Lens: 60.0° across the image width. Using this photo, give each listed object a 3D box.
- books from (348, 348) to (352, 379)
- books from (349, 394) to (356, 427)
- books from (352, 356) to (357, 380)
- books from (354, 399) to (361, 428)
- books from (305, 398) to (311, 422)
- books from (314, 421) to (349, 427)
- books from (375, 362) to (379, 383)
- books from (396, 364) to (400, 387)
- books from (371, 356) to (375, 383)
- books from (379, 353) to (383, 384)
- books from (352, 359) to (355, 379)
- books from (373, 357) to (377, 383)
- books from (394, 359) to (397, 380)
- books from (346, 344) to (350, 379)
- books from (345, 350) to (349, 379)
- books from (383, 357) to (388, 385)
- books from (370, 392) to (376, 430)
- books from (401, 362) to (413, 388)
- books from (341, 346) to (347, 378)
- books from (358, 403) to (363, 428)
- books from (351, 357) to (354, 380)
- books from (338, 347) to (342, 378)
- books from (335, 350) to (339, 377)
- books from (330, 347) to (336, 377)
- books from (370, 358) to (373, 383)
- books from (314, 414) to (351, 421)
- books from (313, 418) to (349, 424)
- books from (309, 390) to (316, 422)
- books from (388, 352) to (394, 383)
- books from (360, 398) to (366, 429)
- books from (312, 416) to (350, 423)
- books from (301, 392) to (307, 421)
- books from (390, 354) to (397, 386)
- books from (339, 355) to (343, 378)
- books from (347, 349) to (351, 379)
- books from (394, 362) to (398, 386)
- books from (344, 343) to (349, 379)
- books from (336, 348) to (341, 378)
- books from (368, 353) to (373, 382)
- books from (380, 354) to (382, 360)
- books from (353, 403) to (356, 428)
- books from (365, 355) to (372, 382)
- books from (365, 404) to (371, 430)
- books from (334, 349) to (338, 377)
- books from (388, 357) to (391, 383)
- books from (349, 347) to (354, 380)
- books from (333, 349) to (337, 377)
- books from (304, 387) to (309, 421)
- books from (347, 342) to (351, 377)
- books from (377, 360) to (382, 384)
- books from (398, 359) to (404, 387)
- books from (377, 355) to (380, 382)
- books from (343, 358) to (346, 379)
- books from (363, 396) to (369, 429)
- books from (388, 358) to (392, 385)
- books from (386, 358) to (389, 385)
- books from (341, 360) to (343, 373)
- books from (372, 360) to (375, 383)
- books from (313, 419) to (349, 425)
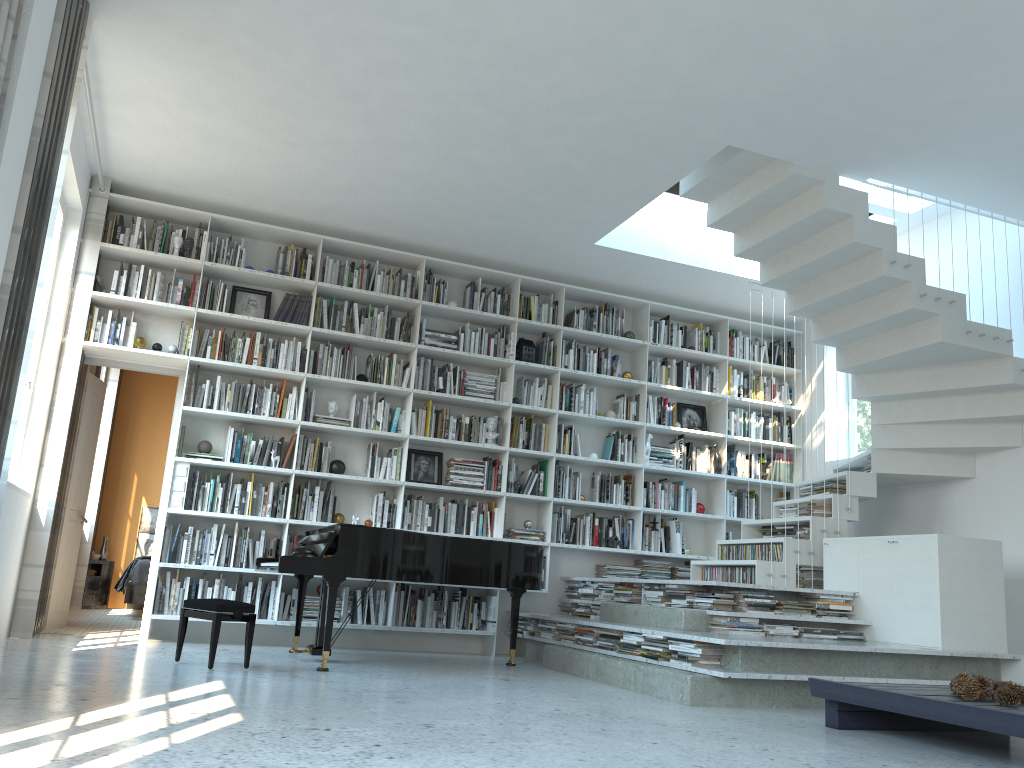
[{"bbox_3d":[-1.309,-0.131,7.064,0.004,0.283,0.167,8,-13,-20],"label":"books"},{"bbox_3d":[-1.265,0.235,7.001,0.012,0.284,0.160,9,-13,-20],"label":"books"},{"bbox_3d":[-1.262,-0.098,7.076,0.031,0.231,0.148,9,-13,-20],"label":"books"},{"bbox_3d":[-1.236,0.257,7.003,0.030,0.246,0.174,9,-13,-20],"label":"books"},{"bbox_3d":[-1.593,0.226,6.890,0.034,0.209,0.136,9,-13,-20],"label":"books"},{"bbox_3d":[-1.420,0.323,6.930,0.254,0.012,0.161,10,-14,-24],"label":"books"},{"bbox_3d":[-1.106,-0.059,7.132,0.011,0.199,0.163,9,-13,-20],"label":"books"},{"bbox_3d":[-0.946,-0.041,7.194,0.024,0.215,0.142,9,-13,-20],"label":"books"},{"bbox_3d":[-1.132,-0.087,7.111,0.005,0.240,0.174,8,-13,-20],"label":"books"},{"bbox_3d":[-1.067,-0.094,7.164,0.033,0.287,0.155,9,-13,-20],"label":"books"},{"bbox_3d":[-1.281,-0.088,7.075,0.004,0.209,0.132,8,-13,-20],"label":"books"},{"bbox_3d":[-1.112,-0.084,7.109,0.005,0.235,0.179,8,-13,-20],"label":"books"},{"bbox_3d":[-0.969,-0.066,7.185,0.010,0.256,0.140,9,-13,-20],"label":"books"},{"bbox_3d":[-1.324,-0.147,7.069,0.005,0.315,0.157,9,-13,-20],"label":"books"},{"bbox_3d":[-1.328,-0.124,7.049,0.010,0.261,0.158,9,-13,-20],"label":"books"},{"bbox_3d":[-1.034,-0.076,7.136,0.013,0.243,0.189,9,-13,-20],"label":"books"},{"bbox_3d":[-1.119,0.237,7.064,0.010,0.328,0.173,9,-13,-20],"label":"books"},{"bbox_3d":[-0.872,-0.048,7.191,0.064,0.236,0.209,9,-13,-20],"label":"books"},{"bbox_3d":[-1.349,-0.144,7.038,0.011,0.291,0.177,9,-13,-20],"label":"books"},{"bbox_3d":[-1.222,0.276,7.036,0.024,0.226,0.138,9,-13,-20],"label":"books"},{"bbox_3d":[-1.289,-0.093,7.075,0.012,0.217,0.151,9,-13,-20],"label":"books"},{"bbox_3d":[-1.381,-0.142,7.027,0.011,0.278,0.169,9,-13,-20],"label":"books"},{"bbox_3d":[-1.403,-0.131,7.027,0.011,0.255,0.152,9,-13,-20],"label":"books"},{"bbox_3d":[-1.424,-0.144,6.993,0.009,0.262,0.190,8,-13,-20],"label":"books"},{"bbox_3d":[-1.146,-0.082,7.132,0.005,0.238,0.146,8,-13,-20],"label":"books"},{"bbox_3d":[-1.417,0.275,6.940,0.285,0.012,0.160,10,-14,-24],"label":"books"},{"bbox_3d":[-1.419,0.299,6.937,0.254,0.012,0.161,10,-14,-23],"label":"books"},{"bbox_3d":[-1.564,0.195,6.902,0.021,0.277,0.137,9,-13,-20],"label":"books"},{"bbox_3d":[-0.996,-0.095,7.176,0.006,0.303,0.166,8,-13,-20],"label":"books"},{"bbox_3d":[-1.194,0.257,7.035,0.022,0.266,0.151,9,-13,-20],"label":"books"},{"bbox_3d":[-1.419,0.288,6.942,0.285,0.012,0.160,8,-14,-18],"label":"books"},{"bbox_3d":[-1.626,0.195,6.875,0.024,0.256,0.134,9,-13,-20],"label":"books"},{"bbox_3d":[-0.981,-0.083,7.176,0.022,0.284,0.190,9,-13,-20],"label":"books"},{"bbox_3d":[-1.370,-0.108,7.017,0.011,0.208,0.181,9,-13,-20],"label":"books"},{"bbox_3d":[-1.313,-0.141,7.067,0.005,0.305,0.162,9,-13,-20],"label":"books"},{"bbox_3d":[-0.961,-0.050,7.189,0.011,0.229,0.166,9,-13,-20],"label":"books"},{"bbox_3d":[-1.335,-0.153,7.059,0.004,0.320,0.153,9,-13,-20],"label":"books"},{"bbox_3d":[-1.388,-0.136,7.016,0.009,0.260,0.180,8,-13,-20],"label":"books"},{"bbox_3d":[-1.153,-0.101,7.136,0.012,0.275,0.129,9,-13,-20],"label":"books"},{"bbox_3d":[-1.081,-0.093,7.146,0.005,0.274,0.157,8,-13,-20],"label":"books"},{"bbox_3d":[-1.262,0.265,7.011,0.010,0.231,0.155,9,-13,-20],"label":"books"},{"bbox_3d":[-1.159,-0.093,7.124,0.005,0.253,0.161,8,-13,-20],"label":"books"},{"bbox_3d":[-1.153,0.285,7.051,0.048,0.224,0.149,9,-13,-20],"label":"books"},{"bbox_3d":[-1.413,-0.136,7.024,0.010,0.261,0.169,9,-13,-20],"label":"books"},{"bbox_3d":[-1.009,-0.077,7.172,0.004,0.265,0.142,8,-13,-20],"label":"books"},{"bbox_3d":[-1.295,-0.135,7.051,0.011,0.286,0.189,9,-13,-20],"label":"books"},{"bbox_3d":[-1.415,-0.137,6.997,0.012,0.251,0.184,9,-13,-20],"label":"books"},{"bbox_3d":[-1.615,0.181,6.902,0.011,0.297,0.136,9,-13,-20],"label":"books"},{"bbox_3d":[-1.317,-0.154,7.070,0.005,0.330,0.162,9,-13,-20],"label":"books"},{"bbox_3d":[-1.080,-0.069,7.118,0.006,0.216,0.181,8,-13,-20],"label":"books"},{"bbox_3d":[-0.920,-0.059,7.198,0.022,0.256,0.155,9,-13,-20],"label":"books"},{"bbox_3d":[-1.097,-0.089,7.150,0.009,0.266,0.150,9,-13,-20],"label":"books"},{"bbox_3d":[-1.350,-0.101,7.057,0.012,0.216,0.133,9,-13,-20],"label":"books"},{"bbox_3d":[-1.173,0.248,7.032,0.012,0.285,0.167,9,-13,-20],"label":"books"},{"bbox_3d":[-1.002,-0.071,7.167,0.006,0.252,0.180,9,-13,-20],"label":"books"},{"bbox_3d":[-1.020,-0.072,7.167,0.017,0.252,0.140,9,-13,-20],"label":"books"},{"bbox_3d":[-1.368,-0.110,7.045,0.011,0.226,0.130,9,-13,-20],"label":"books"},{"bbox_3d":[-1.131,-0.070,7.128,0.013,0.215,0.150,9,-13,-20],"label":"books"},{"bbox_3d":[-1.419,0.310,6.931,0.254,0.012,0.161,10,-14,-25],"label":"books"}]
